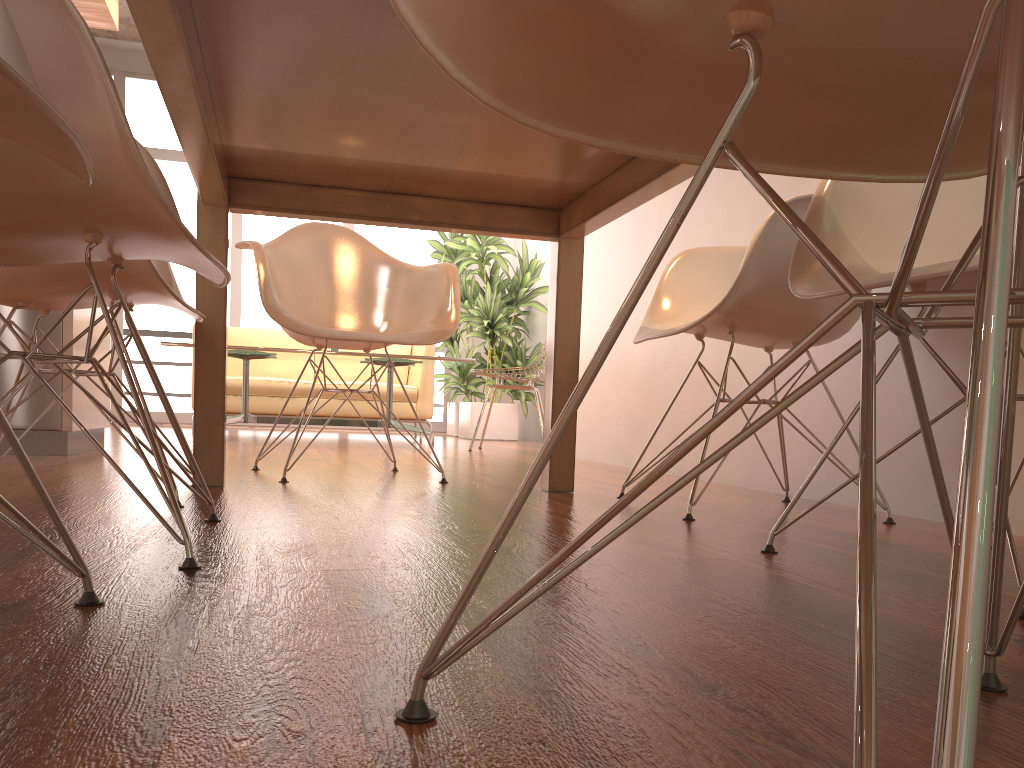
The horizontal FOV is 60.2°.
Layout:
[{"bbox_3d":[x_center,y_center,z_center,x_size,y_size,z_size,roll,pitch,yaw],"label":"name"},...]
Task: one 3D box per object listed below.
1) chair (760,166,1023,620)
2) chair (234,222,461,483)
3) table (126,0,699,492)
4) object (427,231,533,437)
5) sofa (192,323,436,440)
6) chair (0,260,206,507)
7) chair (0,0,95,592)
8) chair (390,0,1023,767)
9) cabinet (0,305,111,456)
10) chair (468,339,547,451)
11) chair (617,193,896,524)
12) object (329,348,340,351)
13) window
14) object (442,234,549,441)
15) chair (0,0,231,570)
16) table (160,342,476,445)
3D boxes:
[{"bbox_3d":[0.802,-0.141,1.318,0.641,0.865,0.683,1,2,-25],"label":"chair"},{"bbox_3d":[-0.528,-0.138,2.832,0.682,0.865,0.642,1,2,-30],"label":"chair"},{"bbox_3d":[-0.060,-0.146,1.428,1.025,0.812,2.070,2,-1,-15],"label":"table"},{"bbox_3d":[-0.302,-0.562,8.081,1.080,2.116,0.962,2,3,3],"label":"object"},{"bbox_3d":[-1.570,-0.016,7.041,1.799,0.842,0.877,2,1,-14],"label":"sofa"},{"bbox_3d":[-1.010,-0.188,1.937,0.642,0.865,0.683,2,1,-20],"label":"chair"},{"bbox_3d":[-0.637,-0.228,0.588,0.642,0.852,0.683,2,1,-20],"label":"chair"},{"bbox_3d":[0.252,-0.196,0.370,0.683,0.865,0.641,2,2,-20],"label":"chair"},{"bbox_3d":[-2.150,-0.954,1.606,1.912,2.284,4.239,2,-1,-15],"label":"cabinet"},{"bbox_3d":[0.040,-0.050,5.242,0.561,0.905,0.541,2,2,5],"label":"chair"},{"bbox_3d":[0.643,-0.116,2.182,0.642,0.865,0.682,2,1,-15],"label":"chair"},{"bbox_3d":[-1.150,-0.485,5.768,0.297,0.592,0.370,1,2,-20],"label":"object"},{"bbox_3d":[-4.519,-1.355,7.655,8.551,3.298,0.062,3,3,-14],"label":"window"},{"bbox_3d":[-0.116,-0.578,7.431,0.966,2.115,1.076,2,2,-2],"label":"object"},{"bbox_3d":[-0.742,-0.202,1.276,0.642,0.865,0.683,2,1,-20],"label":"chair"},{"bbox_3d":[-1.260,0.090,5.809,1.869,0.562,0.939,3,-1,-14],"label":"table"}]
